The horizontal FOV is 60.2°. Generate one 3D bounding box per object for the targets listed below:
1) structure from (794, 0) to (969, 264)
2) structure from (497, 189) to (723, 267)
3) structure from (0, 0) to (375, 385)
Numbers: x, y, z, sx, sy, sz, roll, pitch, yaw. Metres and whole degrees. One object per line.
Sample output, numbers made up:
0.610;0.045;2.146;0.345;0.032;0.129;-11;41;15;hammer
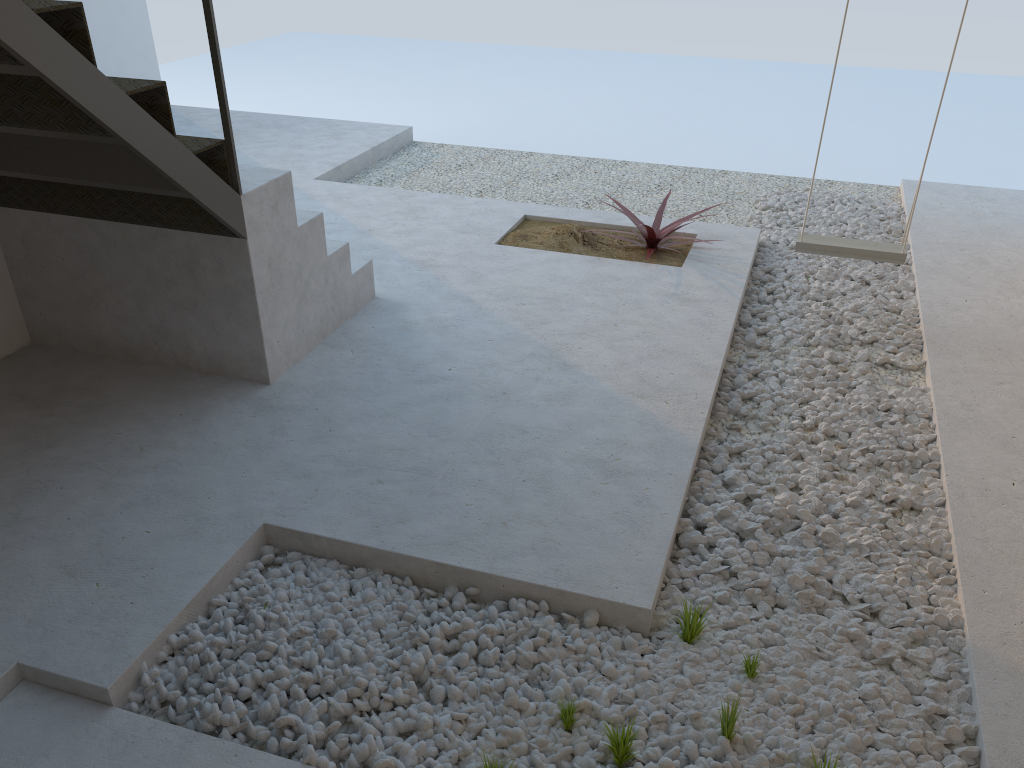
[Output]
1.503;-1.390;3.409;0.460;1.948;0.124;10;33;15;structure
0.545;-0.853;4.836;1.198;0.305;0.718;10;31;15;structure
-2.195;-0.796;0.632;1.153;4.121;6.299;11;32;16;structure
